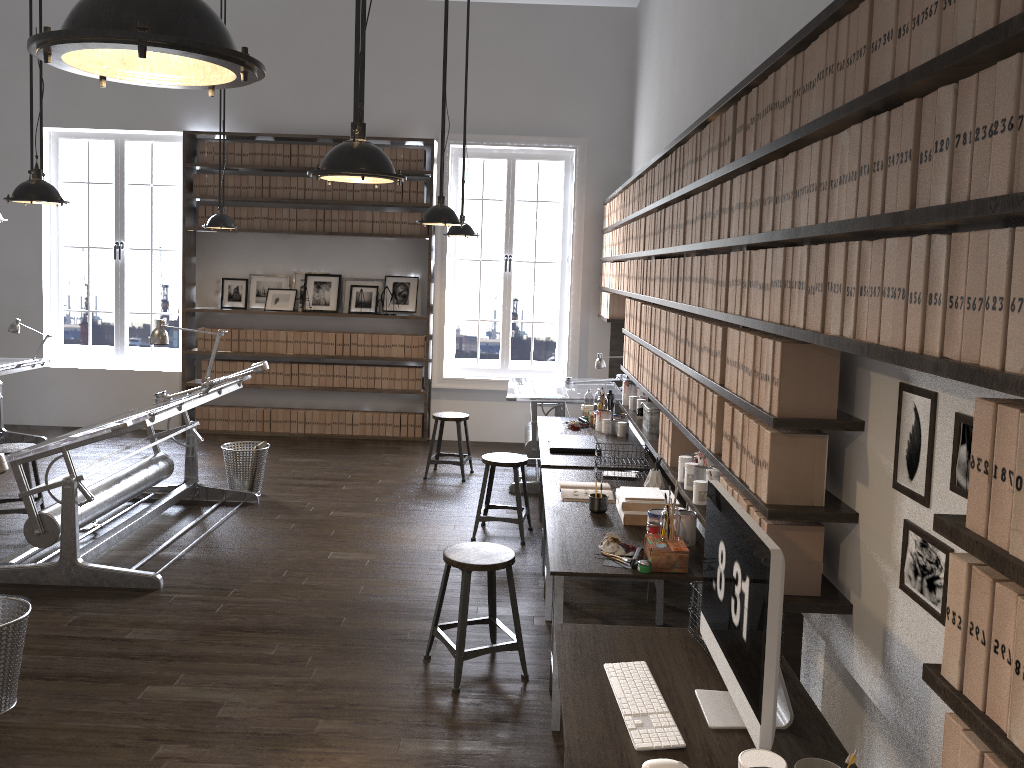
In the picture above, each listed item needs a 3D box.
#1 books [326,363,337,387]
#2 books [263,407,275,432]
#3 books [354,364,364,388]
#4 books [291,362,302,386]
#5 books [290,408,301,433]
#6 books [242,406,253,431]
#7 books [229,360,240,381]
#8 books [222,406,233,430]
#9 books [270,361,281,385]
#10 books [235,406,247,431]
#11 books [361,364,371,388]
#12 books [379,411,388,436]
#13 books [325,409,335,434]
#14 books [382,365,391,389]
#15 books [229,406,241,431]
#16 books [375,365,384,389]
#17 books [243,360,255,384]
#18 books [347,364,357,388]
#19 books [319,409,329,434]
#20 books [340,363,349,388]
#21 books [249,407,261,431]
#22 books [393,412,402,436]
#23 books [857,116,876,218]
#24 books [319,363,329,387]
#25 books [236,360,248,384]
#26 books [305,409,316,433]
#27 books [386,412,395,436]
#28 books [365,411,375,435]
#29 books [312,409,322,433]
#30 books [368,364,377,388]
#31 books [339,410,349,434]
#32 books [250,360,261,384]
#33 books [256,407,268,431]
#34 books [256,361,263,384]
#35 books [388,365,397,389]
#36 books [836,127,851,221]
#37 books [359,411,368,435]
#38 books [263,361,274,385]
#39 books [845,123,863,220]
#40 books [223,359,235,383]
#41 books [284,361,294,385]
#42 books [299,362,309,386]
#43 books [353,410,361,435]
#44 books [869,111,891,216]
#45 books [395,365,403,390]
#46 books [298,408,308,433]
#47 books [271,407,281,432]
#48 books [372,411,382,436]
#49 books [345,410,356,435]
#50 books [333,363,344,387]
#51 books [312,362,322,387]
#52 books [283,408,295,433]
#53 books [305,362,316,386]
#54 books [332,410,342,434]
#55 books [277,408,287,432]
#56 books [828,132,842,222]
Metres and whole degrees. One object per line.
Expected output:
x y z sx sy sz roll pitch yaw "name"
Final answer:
-1.841 -0.093 9.022 0.067 0.225 0.175 2 6 1 "books"
-2.484 0.363 9.062 0.067 0.225 0.175 2 6 1 "books"
-1.559 -0.083 9.017 0.067 0.225 0.175 2 6 1 "books"
-2.193 -0.105 9.022 0.067 0.225 0.175 2 6 1 "books"
-2.209 0.373 9.058 0.067 0.225 0.175 2 6 1 "books"
-2.701 0.355 9.070 0.067 0.225 0.175 2 6 1 "books"
-2.820 -0.128 9.033 0.067 0.225 0.175 2 6 1 "books"
-2.906 0.348 9.071 0.067 0.224 0.175 2 6 1 "books"
-2.410 -0.114 9.029 0.067 0.225 0.175 2 6 1 "books"
-2.772 0.352 9.070 0.067 0.225 0.175 2 6 1 "books"
-1.489 -0.081 9.020 0.067 0.225 0.175 2 6 1 "books"
-1.310 0.404 9.054 0.067 0.225 0.175 2 6 1 "books"
-1.860 0.386 9.054 0.067 0.225 0.175 2 6 1 "books"
-1.277 -0.073 9.013 0.067 0.224 0.175 2 6 1 "books"
-2.839 0.351 9.065 0.067 0.225 0.175 2 6 1 "books"
-1.349 -0.075 9.012 0.067 0.225 0.175 2 6 1 "books"
-2.678 -0.123 9.030 0.067 0.224 0.175 2 6 1 "books"
-1.631 -0.085 9.014 0.067 0.225 0.175 2 6 1 "books"
-1.927 0.383 9.059 0.067 0.224 0.175 2 6 1 "books"
-1.703 -0.088 9.015 0.067 0.225 0.175 2 6 1 "books"
-2.630 0.358 9.065 0.067 0.225 0.175 2 6 1 "books"
-1.168 0.409 9.052 0.067 0.225 0.175 2 6 1 "books"
0.872 -0.474 1.972 0.174 0.225 0.067 2 5 1 "books"
-1.911 -0.096 9.025 0.067 0.225 0.175 2 6 1 "books"
-2.750 -0.125 9.028 0.067 0.225 0.175 2 6 1 "books"
-2.062 0.378 9.057 0.067 0.225 0.175 2 6 1 "books"
-1.240 0.408 9.049 0.067 0.225 0.175 2 6 1 "books"
-1.449 0.400 9.049 0.067 0.225 0.175 2 6 1 "books"
-1.990 0.381 9.058 0.067 0.224 0.175 2 6 1 "books"
-1.419 -0.078 9.017 0.067 0.225 0.175 2 6 1 "books"
-1.721 0.390 9.057 0.067 0.225 0.175 2 6 1 "books"
-2.615 -0.121 9.030 0.067 0.224 0.175 2 6 1 "books"
-2.559 0.360 9.068 0.067 0.225 0.175 2 6 1 "books"
-2.548 -0.118 9.025 0.067 0.225 0.175 2 6 1 "books"
-1.214 -0.071 9.014 0.067 0.224 0.175 2 6 1 "books"
0.878 -0.493 2.116 0.174 0.225 0.067 2 5 1 "books"
-1.515 0.397 9.055 0.067 0.224 0.175 2 6 1 "books"
-2.481 -0.116 9.030 0.067 0.225 0.175 2 6 1 "books"
0.873 -0.484 2.044 0.174 0.225 0.067 2 5 1 "books"
-2.890 -0.131 9.036 0.067 0.225 0.175 2 6 1 "books"
-2.268 -0.109 9.028 0.067 0.225 0.175 2 6 1 "books"
-2.119 -0.103 9.027 0.067 0.224 0.175 2 6 1 "books"
-1.578 0.395 9.054 0.067 0.224 0.175 2 6 1 "books"
0.876 -0.466 1.909 0.174 0.224 0.067 2 5 1 "books"
-1.147 -0.068 9.009 0.067 0.225 0.175 2 6 1 "books"
-2.137 0.375 9.060 0.067 0.225 0.175 2 6 1 "books"
-2.410 0.365 9.067 0.067 0.224 0.175 2 6 1 "books"
-1.381 0.402 9.054 0.067 0.225 0.175 2 6 1 "books"
-1.650 0.393 9.053 0.067 0.225 0.175 2 6 1 "books"
-1.767 -0.090 9.020 0.067 0.224 0.175 2 6 1 "books"
-1.981 -0.098 9.022 0.067 0.225 0.175 2 6 1 "books"
-2.281 0.371 9.058 0.067 0.225 0.175 2 6 1 "books"
-2.053 -0.100 9.019 0.067 0.225 0.175 2 6 1 "books"
-1.790 0.387 9.060 0.067 0.225 0.175 2 6 1 "books"
-2.344 0.368 9.064 0.067 0.224 0.175 2 6 1 "books"
0.883 -0.502 2.186 0.174 0.225 0.067 2 5 1 "books"
